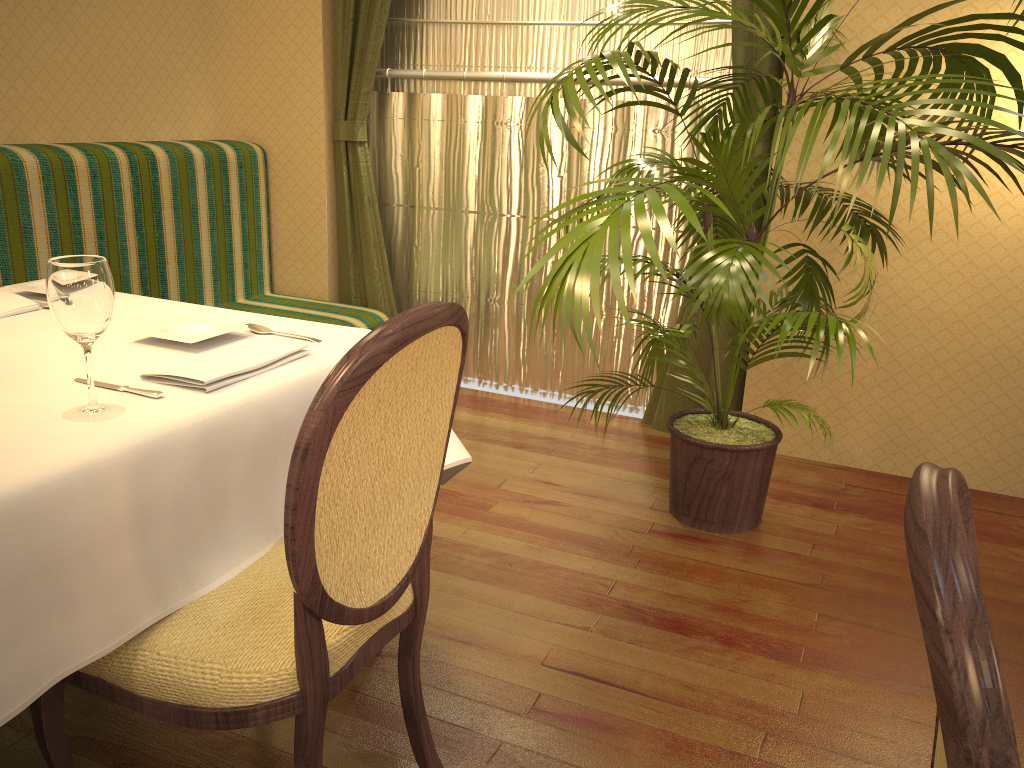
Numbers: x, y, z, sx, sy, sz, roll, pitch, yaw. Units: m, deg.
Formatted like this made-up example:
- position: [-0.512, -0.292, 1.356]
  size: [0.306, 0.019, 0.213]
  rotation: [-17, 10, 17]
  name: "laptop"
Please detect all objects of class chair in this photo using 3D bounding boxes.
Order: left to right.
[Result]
- position: [-0.385, 0.313, 1.418]
  size: [0.571, 0.955, 0.530]
  rotation: [10, 19, 22]
  name: "chair"
- position: [0.545, 0.573, 0.709]
  size: [0.571, 0.955, 0.530]
  rotation: [10, 19, 22]
  name: "chair"

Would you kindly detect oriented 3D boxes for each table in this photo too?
- position: [-1.026, 0.399, 1.379]
  size: [1.385, 0.759, 2.152]
  rotation: [10, 19, 22]
  name: "table"

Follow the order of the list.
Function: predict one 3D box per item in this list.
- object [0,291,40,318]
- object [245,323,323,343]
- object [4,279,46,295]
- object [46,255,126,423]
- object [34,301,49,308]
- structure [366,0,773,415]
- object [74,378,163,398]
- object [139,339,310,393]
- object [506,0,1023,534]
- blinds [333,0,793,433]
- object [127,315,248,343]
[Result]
- position: [-1.131, -0.147, 1.804]
  size: [0.142, 0.033, 0.273]
  rotation: [10, 19, 22]
  name: "object"
- position: [-0.458, -0.101, 1.771]
  size: [0.181, 0.015, 0.038]
  rotation: [10, 19, 23]
  name: "object"
- position: [-1.050, -0.218, 2.053]
  size: [0.160, 0.024, 0.160]
  rotation: [10, 19, 22]
  name: "object"
- position: [-0.613, -0.066, 1.277]
  size: [0.088, 0.229, 0.088]
  rotation: [-3, 18, -18]
  name: "object"
- position: [-1.050, -0.181, 1.947]
  size: [0.181, 0.015, 0.038]
  rotation: [10, 19, 23]
  name: "object"
- position: [0.176, -2.098, 3.239]
  size: [1.942, 4.511, 0.123]
  rotation: [10, 19, 22]
  name: "structure"
- position: [-0.634, 0.004, 1.419]
  size: [0.185, 0.010, 0.017]
  rotation: [10, 19, 22]
  name: "object"
- position: [-0.496, -0.039, 1.559]
  size: [0.142, 0.024, 0.273]
  rotation: [10, 19, 22]
  name: "object"
- position: [0.771, -0.430, 2.549]
  size: [1.496, 1.807, 1.552]
  rotation: [4, 17, 4]
  name: "object"
- position: [0.132, -2.080, 3.135]
  size: [1.934, 4.537, 0.225]
  rotation: [9, 19, 21]
  name: "blinds"
- position: [-0.626, -0.097, 1.721]
  size: [0.160, 0.024, 0.160]
  rotation: [10, 19, 22]
  name: "object"
